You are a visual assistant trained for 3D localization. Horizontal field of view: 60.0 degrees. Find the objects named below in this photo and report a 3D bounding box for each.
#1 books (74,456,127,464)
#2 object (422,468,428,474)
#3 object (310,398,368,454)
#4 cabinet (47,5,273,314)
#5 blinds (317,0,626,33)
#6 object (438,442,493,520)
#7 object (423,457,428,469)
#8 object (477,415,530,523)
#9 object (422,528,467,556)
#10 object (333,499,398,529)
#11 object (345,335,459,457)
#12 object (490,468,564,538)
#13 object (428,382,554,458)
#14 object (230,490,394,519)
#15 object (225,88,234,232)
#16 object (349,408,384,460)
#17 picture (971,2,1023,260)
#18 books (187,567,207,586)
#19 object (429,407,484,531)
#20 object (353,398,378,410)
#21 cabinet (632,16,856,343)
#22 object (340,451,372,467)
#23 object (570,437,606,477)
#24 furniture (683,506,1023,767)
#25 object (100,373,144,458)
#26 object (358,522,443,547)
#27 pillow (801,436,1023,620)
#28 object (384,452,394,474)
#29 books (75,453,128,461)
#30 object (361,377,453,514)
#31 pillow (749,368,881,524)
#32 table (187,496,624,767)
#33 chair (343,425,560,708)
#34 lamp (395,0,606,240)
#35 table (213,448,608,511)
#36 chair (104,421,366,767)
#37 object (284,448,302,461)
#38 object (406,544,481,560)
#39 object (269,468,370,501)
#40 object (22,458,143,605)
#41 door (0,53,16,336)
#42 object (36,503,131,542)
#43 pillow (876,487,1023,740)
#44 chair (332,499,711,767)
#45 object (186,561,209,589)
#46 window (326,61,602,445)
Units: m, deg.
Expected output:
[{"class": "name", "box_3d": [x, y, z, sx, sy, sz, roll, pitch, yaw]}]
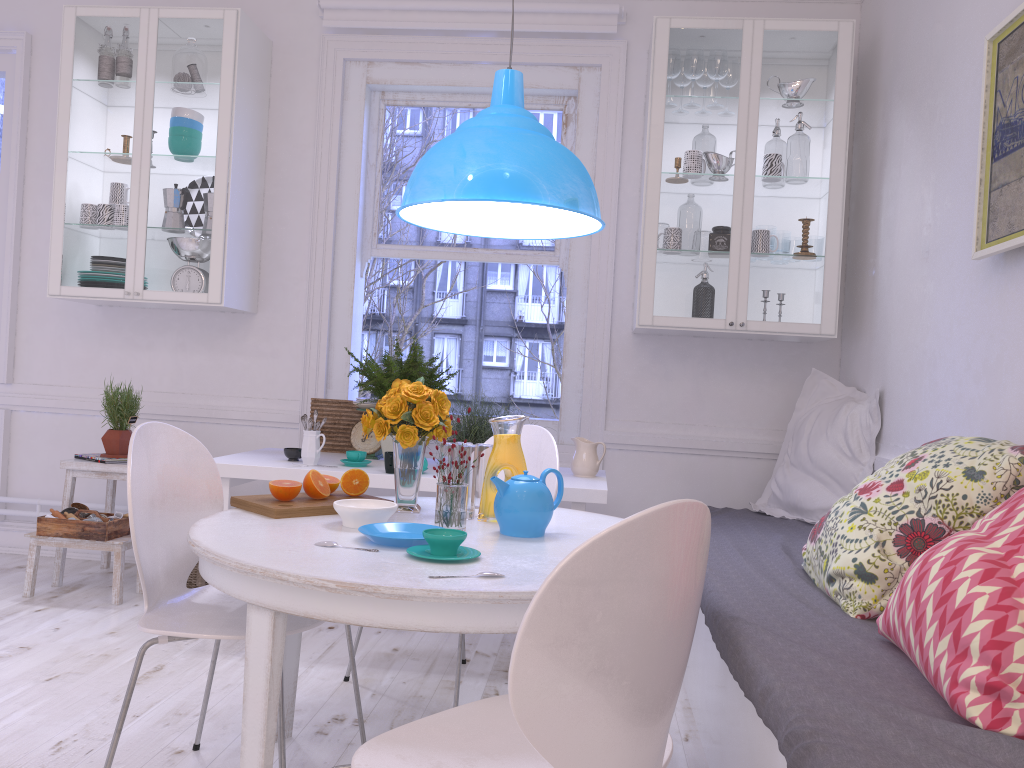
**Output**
[{"class": "books", "box_3d": [-1.760, 0.327, 3.876, 0.246, 0.011, 0.180, 3, 0, 35]}, {"class": "object", "box_3d": [-0.372, 0.320, 3.292, 0.121, 0.021, 0.121, 3, 0, -44]}, {"class": "object", "box_3d": [-0.751, 0.189, 3.930, 0.294, 0.237, 0.028, 3, 0, 5]}, {"class": "cabinet", "box_3d": [-1.621, -1.019, 4.104, 0.823, 1.311, 0.425, 3, 0, 5]}, {"class": "blinds", "box_3d": [-0.201, -1.703, 4.123, 1.451, 0.131, 0.136, 3, 0, 5]}, {"class": "object", "box_3d": [-0.120, 0.246, 2.268, 0.101, 0.186, 0.122, 3, 0, 35]}, {"class": "object", "box_3d": [-0.348, 0.288, 3.299, 0.069, 0.059, 0.082, 3, 0, -17]}, {"class": "object", "box_3d": [-0.015, 0.211, 2.233, 0.094, 0.267, 0.116, 3, 0, 32]}, {"class": "object", "box_3d": [-0.133, 0.313, 1.746, 0.088, 0.043, 0.088, 3, 0, 13]}, {"class": "object", "box_3d": [-0.339, 0.301, 2.044, 0.147, 0.052, 0.147, 3, 0, -42]}, {"class": "object", "box_3d": [-0.465, 0.059, 3.680, 0.438, 0.527, 0.368, 3, 0, 5]}, {"class": "object", "box_3d": [0.035, 0.272, 2.061, 0.156, 0.151, 0.150, 3, 0, 9]}, {"class": "object", "box_3d": [-0.124, 0.178, 3.550, 0.668, 0.367, 0.531, 3, 0, 30]}, {"class": "object", "box_3d": [-0.505, 0.304, 2.263, 0.347, 0.024, 0.224, 3, 0, -45]}, {"class": "object", "box_3d": [-1.620, -1.019, 4.126, 0.811, 0.651, 0.376, 3, 0, 5]}, {"class": "object", "box_3d": [-0.607, 0.212, 3.809, 0.159, 0.208, 0.185, 3, 0, 5]}, {"class": "picture", "box_3d": [1.274, -0.663, 2.009, 0.020, 0.629, 0.971, 3, 0, 5]}, {"class": "books", "box_3d": [-1.309, 0.726, 3.901, 0.221, 0.306, 0.205, 3, 0, 39]}, {"class": "object", "box_3d": [-0.129, 0.195, 2.049, 0.128, 0.287, 0.128, 3, 0, 7]}, {"class": "object", "box_3d": [-0.603, 0.085, 3.819, 0.163, 0.047, 0.164, 3, 0, -35]}, {"class": "cabinet", "box_3d": [0.982, -0.867, 3.858, 0.823, 1.311, 0.425, 3, 0, 5]}, {"class": "object", "box_3d": [-0.602, 0.289, 3.423, 0.121, 0.055, 0.121, 3, 0, -44]}, {"class": "object", "box_3d": [0.299, 0.292, 3.542, 0.127, 0.152, 0.115, 3, 0, -12]}, {"class": "furniture", "box_3d": [0.858, 0.771, 2.233, 0.769, 0.508, 3.296, 3, 0, 5]}, {"class": "object", "box_3d": [-1.697, 0.134, 3.860, 0.186, 0.367, 0.196, 3, 0, -40]}, {"class": "object", "box_3d": [-0.228, 0.322, 1.883, 0.196, 0.023, 0.196, 3, 0, -7]}, {"class": "pillow", "box_3d": [1.035, 0.347, 2.249, 0.509, 0.447, 0.592, 3, 0, 10]}, {"class": "object", "box_3d": [-0.444, 0.287, 3.236, 0.055, 0.077, 0.070, 3, 0, 31]}, {"class": "books", "box_3d": [-1.759, 0.318, 3.876, 0.246, 0.007, 0.180, 3, 0, 35]}, {"class": "object", "box_3d": [-0.265, 0.155, 2.290, 0.234, 0.351, 0.235, 3, 0, -30]}, {"class": "pillow", "box_3d": [1.286, 0.251, 3.664, 0.374, 0.642, 0.677, 3, 0, -24]}, {"class": "table", "box_3d": [-0.158, 0.652, 2.039, 1.140, 0.629, 1.140, 3, 0, 34]}, {"class": "chair", "box_3d": [-0.138, 0.544, 2.736, 0.483, 0.845, 0.604, 3, 0, -39]}, {"class": "lamp", "box_3d": [0.025, -1.411, 2.408, 0.568, 1.948, 0.568, 3, 0, 39]}, {"class": "table", "box_3d": [-0.399, 0.638, 3.549, 1.514, 0.619, 0.736, 3, 0, 5]}, {"class": "chair", "box_3d": [-0.606, 0.520, 1.985, 0.483, 0.845, 0.604, 3, 0, 5]}, {"class": "object", "box_3d": [-0.855, 0.277, 3.479, 0.079, 0.048, 0.082, 3, 0, -35]}, {"class": "object", "box_3d": [-0.134, 0.334, 1.746, 0.147, 0.011, 0.147, 3, 0, 8]}, {"class": "object", "box_3d": [-0.509, 0.255, 2.288, 0.129, 0.075, 0.285, 3, 0, 42]}, {"class": "object", "box_3d": [-1.723, 0.603, 3.840, 0.418, 0.534, 0.599, 3, 0, 5]}, {"class": "door", "box_3d": [-2.974, -0.448, 5.005, 1.009, 2.474, 1.021, 3, 0, 5]}, {"class": "object", "box_3d": [-1.725, 0.563, 3.632, 0.358, 0.110, 0.211, 3, 0, 8]}, {"class": "pillow", "box_3d": [0.968, 0.350, 1.568, 0.491, 0.424, 0.587, 3, 0, 8]}, {"class": "chair", "box_3d": [0.011, 0.558, 1.289, 0.483, 0.845, 0.604, 3, 0, 40]}, {"class": "object", "box_3d": [-1.319, 0.759, 3.891, 0.276, 0.270, 0.276, 3, 0, 39]}, {"class": "window", "box_3d": [-0.234, -0.635, 4.313, 1.234, 1.782, 0.181, 3, 0, 5]}]
